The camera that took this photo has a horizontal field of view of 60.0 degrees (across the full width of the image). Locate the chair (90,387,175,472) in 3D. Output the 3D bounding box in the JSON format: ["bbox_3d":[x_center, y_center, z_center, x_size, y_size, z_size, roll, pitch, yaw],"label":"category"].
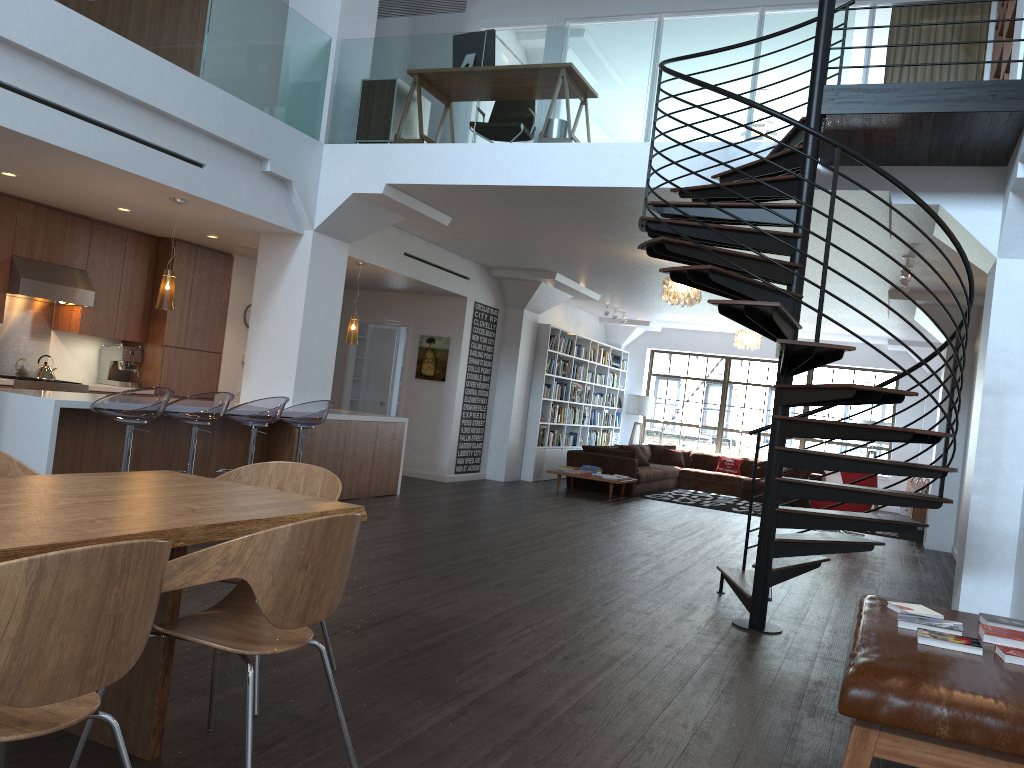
[{"bbox_3d":[-2.568,0.500,5.899,0.481,1.014,0.530,6,-1,25],"label":"chair"}]

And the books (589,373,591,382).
[{"bbox_3d":[1.317,-0.116,15.669,0.126,0.173,0.032,6,-1,23],"label":"books"}]

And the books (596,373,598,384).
[{"bbox_3d":[1.474,-0.101,16.045,0.139,0.191,0.036,6,-1,23],"label":"books"}]

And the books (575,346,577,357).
[{"bbox_3d":[1.016,-0.550,14.862,0.139,0.191,0.036,6,-1,23],"label":"books"}]

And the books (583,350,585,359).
[{"bbox_3d":[1.181,-0.527,15.268,0.127,0.200,0.020,6,-1,23],"label":"books"}]

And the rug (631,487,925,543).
[{"bbox_3d":[4.193,1.945,13.567,4.200,0.007,3.100,6,-1,25],"label":"rug"}]

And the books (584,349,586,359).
[{"bbox_3d":[1.201,-0.514,15.304,0.128,0.178,0.021,6,-1,23],"label":"books"}]

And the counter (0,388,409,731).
[{"bbox_3d":[-2.305,0.616,6.131,3.039,0.860,8.182,7,-1,-6],"label":"counter"}]

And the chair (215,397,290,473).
[{"bbox_3d":[-2.087,0.578,7.071,0.481,1.014,0.530,6,-1,21],"label":"chair"}]

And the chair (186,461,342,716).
[{"bbox_3d":[-1.024,0.735,3.488,0.629,0.833,0.618,6,-1,18],"label":"chair"}]

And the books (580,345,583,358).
[{"bbox_3d":[1.116,-0.551,15.119,0.158,0.226,0.052,6,-1,23],"label":"books"}]

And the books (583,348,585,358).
[{"bbox_3d":[1.169,-0.528,15.237,0.136,0.196,0.045,6,-1,23],"label":"books"}]

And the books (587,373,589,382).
[{"bbox_3d":[1.280,-0.119,15.575,0.120,0.167,0.020,6,-1,23],"label":"books"}]

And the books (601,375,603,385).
[{"bbox_3d":[1.609,-0.082,16.377,0.136,0.196,0.045,6,-1,23],"label":"books"}]

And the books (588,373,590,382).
[{"bbox_3d":[1.306,-0.115,15.620,0.107,0.167,0.017,6,-1,23],"label":"books"}]

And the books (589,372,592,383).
[{"bbox_3d":[1.338,-0.122,15.722,0.139,0.191,0.036,6,-1,23],"label":"books"}]

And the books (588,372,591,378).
[{"bbox_3d":[1.328,-0.117,15.694,0.128,0.178,0.021,6,-1,23],"label":"books"}]

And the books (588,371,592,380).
[{"bbox_3d":[1.346,-0.126,15.754,0.146,0.202,0.027,6,-1,23],"label":"books"}]

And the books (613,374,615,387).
[{"bbox_3d":[1.867,-0.069,16.962,0.183,0.253,0.034,6,-1,23],"label":"books"}]

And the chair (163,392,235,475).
[{"bbox_3d":[-2.349,0.537,6.492,0.481,1.014,0.530,6,-1,21],"label":"chair"}]

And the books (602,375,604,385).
[{"bbox_3d":[1.627,-0.076,16.414,0.139,0.191,0.036,6,-1,23],"label":"books"}]

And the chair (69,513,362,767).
[{"bbox_3d":[-0.787,0.745,2.563,0.617,0.830,0.629,6,-1,23],"label":"chair"}]

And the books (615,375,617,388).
[{"bbox_3d":[1.925,-0.059,17.134,0.183,0.253,0.034,6,-1,23],"label":"books"}]

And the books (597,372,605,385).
[{"bbox_3d":[1.641,-0.094,16.453,0.140,0.231,0.042,6,-1,23],"label":"books"}]

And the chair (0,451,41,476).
[{"bbox_3d":[-1.867,0.627,3.034,0.618,0.833,0.629,6,-1,21],"label":"chair"}]

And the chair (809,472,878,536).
[{"bbox_3d":[4.252,1.411,11.380,0.798,1.006,0.801,8,-1,-42],"label":"chair"}]

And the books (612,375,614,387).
[{"bbox_3d":[1.841,-0.066,16.930,0.174,0.240,0.045,6,-1,23],"label":"books"}]

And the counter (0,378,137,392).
[{"bbox_3d":[-4.900,-0.074,7.538,0.600,0.050,4.387,6,-1,23],"label":"counter"}]

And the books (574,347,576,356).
[{"bbox_3d":[0.995,-0.544,14.809,0.126,0.173,0.032,6,-1,23],"label":"books"}]

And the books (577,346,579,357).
[{"bbox_3d":[1.043,-0.551,14.915,0.146,0.202,0.027,6,-1,23],"label":"books"}]

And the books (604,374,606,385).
[{"bbox_3d":[1.657,-0.089,16.499,0.158,0.226,0.052,6,-1,23],"label":"books"}]

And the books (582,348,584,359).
[{"bbox_3d":[1.155,-0.527,15.198,0.139,0.191,0.036,6,-1,23],"label":"books"}]

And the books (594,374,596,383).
[{"bbox_3d":[1.442,-0.110,15.965,0.127,0.200,0.020,6,-1,23],"label":"books"}]

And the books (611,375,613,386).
[{"bbox_3d":[1.817,-0.073,16.857,0.171,0.246,0.057,6,-1,23],"label":"books"}]

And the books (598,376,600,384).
[{"bbox_3d":[1.534,-0.077,16.160,0.106,0.162,0.032,6,-1,23],"label":"books"}]

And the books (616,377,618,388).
[{"bbox_3d":[1.962,-0.039,17.198,0.161,0.223,0.026,6,-1,23],"label":"books"}]

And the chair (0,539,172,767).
[{"bbox_3d":[-1.090,0.698,1.859,0.618,0.833,0.629,6,-1,25],"label":"chair"}]

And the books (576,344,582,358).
[{"bbox_3d":[1.102,-0.556,15.072,0.140,0.231,0.042,6,-1,23],"label":"books"}]

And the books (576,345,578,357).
[{"bbox_3d":[1.024,-0.554,14.894,0.146,0.202,0.027,6,-1,23],"label":"books"}]

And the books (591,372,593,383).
[{"bbox_3d":[1.365,-0.123,15.775,0.146,0.202,0.027,6,-1,23],"label":"books"}]

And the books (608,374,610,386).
[{"bbox_3d":[1.750,-0.087,16.684,0.160,0.250,0.026,6,-1,23],"label":"books"}]

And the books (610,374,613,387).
[{"bbox_3d":[1.803,-0.079,16.815,0.183,0.253,0.034,6,-1,23],"label":"books"}]

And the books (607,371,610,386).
[{"bbox_3d":[1.721,-0.108,16.648,0.198,0.284,0.066,6,-1,23],"label":"books"}]

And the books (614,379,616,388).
[{"bbox_3d":[1.912,-0.060,17.079,0.160,0.250,0.026,6,-1,23],"label":"books"}]

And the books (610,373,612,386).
[{"bbox_3d":[1.787,-0.082,16.785,0.183,0.253,0.034,6,-1,23],"label":"books"}]

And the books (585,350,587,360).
[{"bbox_3d":[1.231,-0.506,15.369,0.109,0.171,0.018,6,-1,23],"label":"books"}]

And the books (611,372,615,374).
[{"bbox_3d":[1.875,-0.086,16.998,0.176,0.290,0.036,6,-1,23],"label":"books"}]

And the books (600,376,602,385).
[{"bbox_3d":[1.582,-0.077,16.306,0.128,0.178,0.021,6,-1,23],"label":"books"}]

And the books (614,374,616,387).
[{"bbox_3d":[1.893,-0.068,17.042,0.180,0.259,0.060,6,-1,23],"label":"books"}]

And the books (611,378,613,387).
[{"bbox_3d":[1.834,-0.059,16.895,0.161,0.223,0.027,6,-1,23],"label":"books"}]

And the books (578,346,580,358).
[{"bbox_3d":[1.071,-0.546,14.992,0.146,0.202,0.027,6,-1,23],"label":"books"}]

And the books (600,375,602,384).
[{"bbox_3d":[1.566,-0.082,16.285,0.134,0.184,0.030,6,-1,23],"label":"books"}]

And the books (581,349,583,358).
[{"bbox_3d":[1.138,-0.550,15.163,0.140,0.231,0.042,6,-1,23],"label":"books"}]

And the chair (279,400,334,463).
[{"bbox_3d":[-1.842,0.617,7.651,0.481,1.014,0.530,6,-1,25],"label":"chair"}]

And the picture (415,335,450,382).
[{"bbox_3d":[-1.079,-0.352,12.053,0.450,0.600,0.030,6,-1,23],"label":"picture"}]

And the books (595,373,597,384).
[{"bbox_3d":[1.455,-0.110,15.989,0.146,0.202,0.027,6,-1,23],"label":"books"}]

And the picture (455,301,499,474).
[{"bbox_3d":[-0.483,0.074,12.480,0.021,2.380,0.800,6,-1,23],"label":"picture"}]

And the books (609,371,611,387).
[{"bbox_3d":[1.771,-0.103,16.746,0.176,0.290,0.053,6,-1,23],"label":"books"}]
